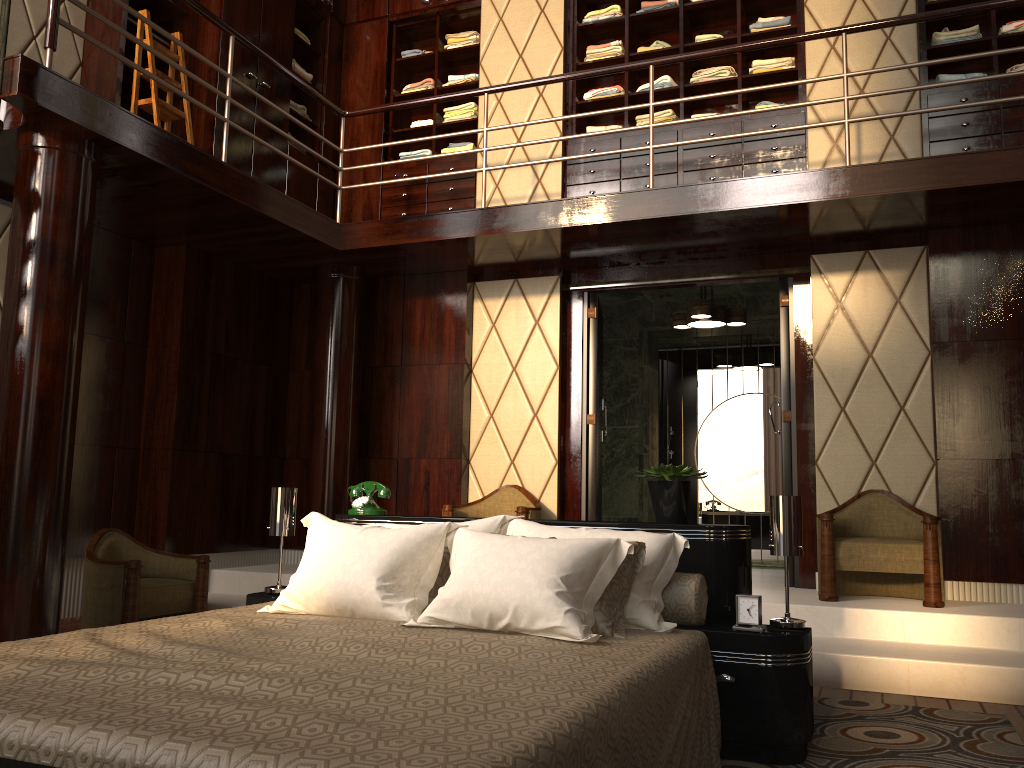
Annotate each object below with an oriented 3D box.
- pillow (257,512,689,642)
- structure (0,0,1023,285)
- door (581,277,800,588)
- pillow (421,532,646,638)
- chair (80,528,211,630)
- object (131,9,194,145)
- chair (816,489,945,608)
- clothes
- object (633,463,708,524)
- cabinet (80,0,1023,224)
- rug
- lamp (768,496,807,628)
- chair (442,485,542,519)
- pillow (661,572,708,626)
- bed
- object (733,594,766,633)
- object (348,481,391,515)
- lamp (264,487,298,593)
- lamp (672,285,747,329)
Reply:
[{"bbox_3d":[-0.161,0.559,2.685,1.322,0.320,0.685,-2,-8,24],"label":"pillow"},{"bbox_3d":[0.329,-0.392,3.633,6.107,3.189,3.750,-2,-8,22],"label":"structure"},{"bbox_3d":[1.122,0.330,5.707,1.435,1.820,0.828,-2,-8,21],"label":"door"},{"bbox_3d":[-0.147,0.580,2.649,1.123,0.271,0.293,-2,-8,23],"label":"pillow"},{"bbox_3d":[-1.830,0.993,4.353,0.462,0.550,0.571,-2,-8,22],"label":"chair"},{"bbox_3d":[-1.879,-1.542,4.860,0.258,0.974,0.275,-2,-8,22],"label":"object"},{"bbox_3d":[1.829,0.799,4.431,0.571,0.550,0.462,-2,-8,22],"label":"chair"},{"bbox_3d":[0.715,-2.059,5.874,4.996,0.954,0.818,-1,-8,15],"label":"clothes"},{"bbox_3d":[0.548,0.377,3.048,0.256,0.205,0.241,1,-8,4],"label":"object"},{"bbox_3d":[0.844,-2.130,5.044,6.767,2.432,2.576,-2,-8,22],"label":"cabinet"},{"bbox_3d":[-0.290,0.987,1.995,2.910,0.006,3.735,-2,-8,22],"label":"rug"},{"bbox_3d":[0.831,0.532,2.681,0.106,0.385,0.109,-3,-9,29],"label":"lamp"},{"bbox_3d":[-0.090,0.862,5.210,0.571,0.550,0.462,-2,-8,22],"label":"chair"},{"bbox_3d":[-0.053,0.678,2.967,1.396,0.167,0.173,-2,-8,22],"label":"pillow"},{"bbox_3d":[-0.364,0.681,2.196,1.985,0.660,2.381,-2,-8,22],"label":"bed"},{"bbox_3d":[0.690,0.669,2.586,0.088,0.103,0.034,-3,-9,30],"label":"object"},{"bbox_3d":[-0.565,0.450,3.497,0.158,0.131,0.178,3,-8,-15],"label":"object"},{"bbox_3d":[-0.863,0.583,3.331,0.106,0.385,0.109,-3,-9,29],"label":"lamp"},{"bbox_3d":[1.305,-0.574,6.143,0.515,0.347,0.467,7,-9,-37],"label":"lamp"}]
